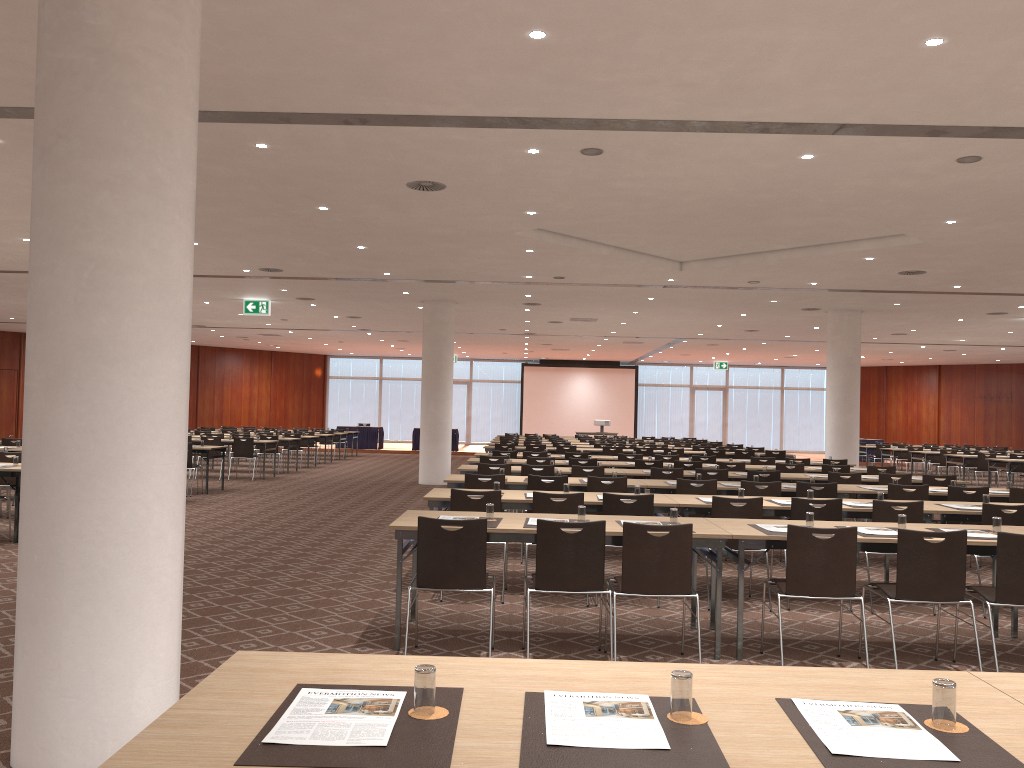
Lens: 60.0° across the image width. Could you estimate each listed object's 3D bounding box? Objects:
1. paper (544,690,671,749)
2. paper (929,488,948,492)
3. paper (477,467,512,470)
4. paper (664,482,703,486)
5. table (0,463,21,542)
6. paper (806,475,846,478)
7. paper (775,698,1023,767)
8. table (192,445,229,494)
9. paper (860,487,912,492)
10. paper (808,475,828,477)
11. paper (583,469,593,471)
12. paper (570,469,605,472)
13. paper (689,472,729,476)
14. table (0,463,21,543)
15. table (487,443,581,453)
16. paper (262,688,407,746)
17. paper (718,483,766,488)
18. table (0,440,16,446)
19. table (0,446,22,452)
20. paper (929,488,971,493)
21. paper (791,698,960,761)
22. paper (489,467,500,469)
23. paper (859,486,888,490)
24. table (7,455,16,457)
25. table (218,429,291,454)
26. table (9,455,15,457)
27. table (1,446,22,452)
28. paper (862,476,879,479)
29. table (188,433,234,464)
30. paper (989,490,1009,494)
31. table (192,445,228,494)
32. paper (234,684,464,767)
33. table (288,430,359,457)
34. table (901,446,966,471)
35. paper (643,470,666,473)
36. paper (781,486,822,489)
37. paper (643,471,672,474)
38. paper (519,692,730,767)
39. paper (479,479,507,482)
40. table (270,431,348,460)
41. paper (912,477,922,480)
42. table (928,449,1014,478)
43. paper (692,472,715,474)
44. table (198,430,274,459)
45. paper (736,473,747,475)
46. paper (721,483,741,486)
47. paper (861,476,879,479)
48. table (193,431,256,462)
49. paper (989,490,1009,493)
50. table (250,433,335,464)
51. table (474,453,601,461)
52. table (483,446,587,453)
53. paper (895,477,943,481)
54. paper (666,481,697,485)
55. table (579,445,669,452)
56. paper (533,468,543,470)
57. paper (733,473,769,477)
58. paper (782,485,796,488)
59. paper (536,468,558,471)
[{"bbox_3d":[0.226,0.839,2.232,0.283,0.006,0.398,1,-2,1],"label":"paper"},{"bbox_3d":[4.870,1.214,10.168,0.283,0.006,0.398,1,-2,-2],"label":"paper"},{"bbox_3d":[-0.240,1.157,12.185,0.460,0.003,0.565,1,-2,1],"label":"paper"},{"bbox_3d":[1.999,1.146,10.156,0.460,0.003,0.565,1,-2,2],"label":"paper"},{"bbox_3d":[-6.627,1.360,10.417,2.267,0.833,0.953,1,-2,1],"label":"table"},{"bbox_3d":[4.309,1.268,12.131,0.460,0.003,0.565,1,-2,1],"label":"paper"},{"bbox_3d":[0.933,0.857,2.134,0.460,0.003,0.565,1,-2,4],"label":"paper"},{"bbox_3d":[-6.546,1.558,16.415,2.267,0.833,0.953,1,-2,1],"label":"table"},{"bbox_3d":[4.268,1.201,10.125,0.460,0.003,0.565,1,-2,0],"label":"paper"},{"bbox_3d":[4.239,1.264,12.183,0.283,0.006,0.398,1,-2,0],"label":"paper"},{"bbox_3d":[0.992,1.185,12.217,0.283,0.006,0.398,1,-2,2],"label":"paper"},{"bbox_3d":[1.031,1.188,12.171,0.460,0.003,0.565,1,-2,1],"label":"paper"},{"bbox_3d":[2.678,1.227,12.123,0.460,0.003,0.565,1,-2,2],"label":"paper"},{"bbox_3d":[-6.627,1.360,10.417,2.267,0.833,0.953,1,-2,1],"label":"table"},{"bbox_3d":[0.522,1.909,21.815,2.267,0.833,0.953,1,-2,1],"label":"table"},{"bbox_3d":[-0.426,0.822,2.205,0.283,0.006,0.398,1,-2,0],"label":"paper"},{"bbox_3d":[2.633,1.162,10.167,0.460,0.003,0.565,1,-2,3],"label":"paper"},{"bbox_3d":[-8.815,1.503,16.447,2.267,0.833,0.953,1,-2,1],"label":"table"},{"bbox_3d":[-8.842,1.437,14.448,2.267,0.833,0.953,1,-2,1],"label":"table"},{"bbox_3d":[4.922,1.217,10.115,0.460,0.003,0.565,1,-2,2],"label":"paper"},{"bbox_3d":[0.887,0.855,2.210,0.283,0.006,0.398,1,-2,5],"label":"paper"},{"bbox_3d":[-0.276,1.155,12.258,0.283,0.006,0.398,1,-2,1],"label":"paper"},{"bbox_3d":[4.203,1.198,10.193,0.283,0.006,0.398,1,-2,2],"label":"paper"},{"bbox_3d":[-6.600,1.426,12.417,2.267,0.833,0.953,1,-2,1],"label":"table"},{"bbox_3d":[-8.633,1.949,29.943,2.267,0.833,0.953,1,-2,1],"label":"table"},{"bbox_3d":[-6.600,1.426,12.417,2.267,0.833,0.953,1,-2,1],"label":"table"},{"bbox_3d":[-8.842,1.437,14.448,2.267,0.833,0.953,1,-2,1],"label":"table"},{"bbox_3d":[4.882,1.280,12.171,0.283,0.006,0.398,1,-2,-2],"label":"paper"},{"bbox_3d":[-8.714,1.751,23.945,2.267,0.833,0.953,1,-2,1],"label":"table"},{"bbox_3d":[5.589,1.234,10.116,0.460,0.003,0.565,1,-2,4],"label":"paper"},{"bbox_3d":[-6.546,1.558,16.415,2.267,0.833,0.953,1,-2,1],"label":"table"},{"bbox_3d":[-0.363,0.826,2.170,0.460,0.003,0.565,1,-2,0],"label":"paper"},{"bbox_3d":[-6.364,2.004,29.911,2.267,0.833,0.953,1,-2,1],"label":"table"},{"bbox_3d":[14.273,2.505,29.621,2.267,0.833,0.953,1,-2,1],"label":"table"},{"bbox_3d":[1.965,1.210,12.238,0.283,0.006,0.398,1,-2,2],"label":"paper"},{"bbox_3d":[3.313,1.178,10.150,0.460,0.003,0.565,1,-2,3],"label":"paper"},{"bbox_3d":[2.037,1.213,12.156,0.460,0.003,0.565,1,-2,2],"label":"paper"},{"bbox_3d":[0.255,0.841,2.139,0.460,0.003,0.565,1,-2,2],"label":"paper"},{"bbox_3d":[-0.284,1.090,10.170,0.460,0.003,0.565,1,-2,0],"label":"paper"},{"bbox_3d":[-6.391,1.938,27.911,2.267,0.833,0.953,1,-2,1],"label":"table"},{"bbox_3d":[5.551,1.296,12.185,0.283,0.006,0.398,1,-2,2],"label":"paper"},{"bbox_3d":[14.246,2.439,27.622,2.267,0.833,0.953,1,-2,1],"label":"table"},{"bbox_3d":[2.635,1.225,12.206,0.283,0.006,0.398,1,-2,-1],"label":"paper"},{"bbox_3d":[-8.660,1.883,27.943,2.267,0.833,0.953,1,-2,1],"label":"table"},{"bbox_3d":[3.254,1.240,12.202,0.283,0.006,0.398,1,-2,1],"label":"paper"},{"bbox_3d":[2.583,1.159,10.212,0.283,0.006,0.398,1,-2,0],"label":"paper"},{"bbox_3d":[4.934,1.283,12.112,0.460,0.003,0.565,1,-2,0],"label":"paper"},{"bbox_3d":[-8.687,1.817,25.944,2.267,0.833,0.953,1,-2,1],"label":"table"},{"bbox_3d":[5.524,1.230,10.171,0.283,0.006,0.398,1,-2,-2],"label":"paper"},{"bbox_3d":[-6.418,1.872,25.912,2.267,0.833,0.953,1,-2,1],"label":"table"},{"bbox_3d":[0.448,1.728,16.317,2.267,0.833,0.953,1,-2,1],"label":"table"},{"bbox_3d":[0.495,1.843,19.816,2.267,0.833,0.953,1,-2,1],"label":"table"},{"bbox_3d":[5.574,1.298,12.091,0.460,0.003,0.565,1,-2,-1],"label":"paper"},{"bbox_3d":[1.957,1.144,10.237,0.283,0.006,0.398,1,-2,0],"label":"paper"},{"bbox_3d":[2.791,1.964,21.783,2.267,0.833,0.953,1,-2,1],"label":"table"},{"bbox_3d":[0.354,1.170,12.244,0.283,0.006,0.398,1,-2,0],"label":"paper"},{"bbox_3d":[3.308,1.243,12.138,0.460,0.003,0.565,1,-2,-1],"label":"paper"},{"bbox_3d":[3.229,1.174,10.187,0.283,0.006,0.398,1,-2,0],"label":"paper"},{"bbox_3d":[0.402,1.173,12.184,0.460,0.003,0.565,1,-2,1],"label":"paper"}]
